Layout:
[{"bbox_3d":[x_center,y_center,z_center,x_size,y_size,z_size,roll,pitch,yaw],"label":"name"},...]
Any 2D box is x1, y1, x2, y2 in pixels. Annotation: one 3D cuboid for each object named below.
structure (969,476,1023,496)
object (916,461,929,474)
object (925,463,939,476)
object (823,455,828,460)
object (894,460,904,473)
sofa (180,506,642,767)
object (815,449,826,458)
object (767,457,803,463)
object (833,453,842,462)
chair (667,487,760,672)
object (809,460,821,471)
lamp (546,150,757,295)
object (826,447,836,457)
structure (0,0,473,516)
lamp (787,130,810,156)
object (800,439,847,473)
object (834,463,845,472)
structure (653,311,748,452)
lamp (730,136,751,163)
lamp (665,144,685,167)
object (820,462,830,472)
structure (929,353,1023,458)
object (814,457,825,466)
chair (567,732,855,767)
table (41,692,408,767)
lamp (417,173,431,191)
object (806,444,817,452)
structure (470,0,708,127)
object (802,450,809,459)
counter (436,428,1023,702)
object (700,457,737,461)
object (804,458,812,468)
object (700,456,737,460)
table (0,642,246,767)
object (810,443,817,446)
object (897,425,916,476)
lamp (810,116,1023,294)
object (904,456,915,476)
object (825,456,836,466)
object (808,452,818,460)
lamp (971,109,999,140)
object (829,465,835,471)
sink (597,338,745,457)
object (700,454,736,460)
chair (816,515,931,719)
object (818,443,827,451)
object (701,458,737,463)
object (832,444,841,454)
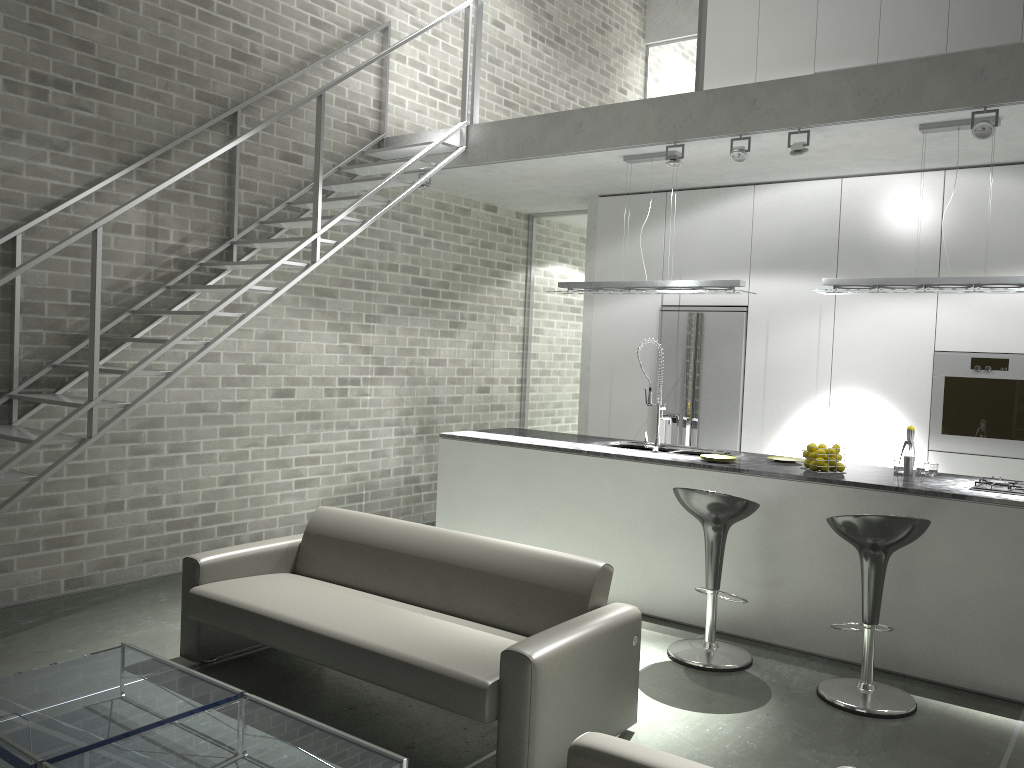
[{"bbox_3d":[2.700,0.541,4.620,0.500,0.038,0.500,4,3,36],"label":"structure"},{"bbox_3d":[2.409,0.490,5.207,0.064,0.070,0.063,2,2,-16],"label":"object"},{"bbox_3d":[2.418,0.494,5.114,0.064,0.070,0.063,4,3,44],"label":"object"},{"bbox_3d":[1.810,0.435,5.104,0.051,0.053,0.062,4,3,34],"label":"object"},{"bbox_3d":[2.279,0.484,5.210,0.064,0.070,0.063,2,2,-16],"label":"object"},{"bbox_3d":[-0.551,1.066,4.031,2.114,0.717,0.902,4,3,36],"label":"sofa"},{"bbox_3d":[1.769,0.399,5.084,0.061,0.052,0.053,4,3,39],"label":"object"},{"bbox_3d":[1.704,0.475,5.536,0.217,0.017,0.216,1,2,-28],"label":"object"},{"bbox_3d":[1.872,0.426,5.110,0.061,0.054,0.053,2,2,-18],"label":"object"},{"bbox_3d":[1.074,1.002,4.730,0.464,0.931,0.457,1,3,-40],"label":"chair"},{"bbox_3d":[1.753,0.470,5.119,0.074,0.063,0.064,0,3,-43],"label":"object"},{"bbox_3d":[0.957,-1.114,6.189,1.490,0.964,0.290,4,3,36],"label":"lamp"},{"bbox_3d":[1.827,0.390,5.080,0.051,0.053,0.063,4,3,39],"label":"object"},{"bbox_3d":[-2.031,-0.811,5.315,0.902,4.246,4.345,4,3,36],"label":"structure"},{"bbox_3d":[1.720,-1.437,5.313,0.115,0.151,0.115,2,2,-11],"label":"lamp"},{"bbox_3d":[1.807,0.415,5.141,0.189,0.174,0.207,2,2,-9],"label":"object"},{"bbox_3d":[1.878,0.478,5.087,0.062,0.052,0.053,1,2,-25],"label":"object"},{"bbox_3d":[1.528,0.359,7.291,0.743,1.900,0.160,4,3,36],"label":"structure"},{"bbox_3d":[1.415,-1.457,5.510,0.115,0.151,0.115,2,2,-11],"label":"lamp"},{"bbox_3d":[1.060,-1.490,5.777,0.109,0.136,0.109,2,2,-12],"label":"lamp"},{"bbox_3d":[1.792,0.475,5.076,0.051,0.053,0.063,4,3,34],"label":"object"},{"bbox_3d":[3.224,0.142,6.020,0.692,0.680,0.036,4,3,36],"label":"structure"},{"bbox_3d":[1.754,0.445,5.062,0.061,0.054,0.052,3,2,3],"label":"object"},{"bbox_3d":[0.256,1.178,1.947,0.910,0.717,0.963,4,3,36],"label":"chair"},{"bbox_3d":[-0.899,1.321,2.798,0.820,0.270,0.800,4,3,36],"label":"table"},{"bbox_3d":[2.672,-1.467,7.004,6.854,0.136,0.110,2,2,1],"label":"lamp"},{"bbox_3d":[1.740,0.372,5.152,0.053,0.051,0.063,2,2,-16],"label":"object"},{"bbox_3d":[1.962,-2.279,5.127,5.560,0.972,0.070,4,3,36],"label":"structure"},{"bbox_3d":[1.732,0.413,5.195,0.053,0.051,0.063,2,2,-5],"label":"object"},{"bbox_3d":[1.493,0.956,5.507,4.400,0.960,0.900,4,3,36],"label":"counter"},{"bbox_3d":[1.248,0.457,5.366,0.217,0.017,0.216,2,2,-21],"label":"object"},{"bbox_3d":[1.733,0.461,5.177,0.060,0.057,0.052,4,2,28],"label":"object"},{"bbox_3d":[1.248,0.452,5.366,0.217,0.017,0.216,2,2,-21],"label":"object"},{"bbox_3d":[-1.576,1.273,3.291,0.820,0.270,0.800,4,3,36],"label":"table"},{"bbox_3d":[1.761,0.375,5.200,0.052,0.060,0.057,3,2,14],"label":"object"},{"bbox_3d":[2.297,0.380,5.099,0.088,0.288,0.101,1,2,-24],"label":"object"},{"bbox_3d":[2.519,-1.005,5.051,1.490,0.964,0.290,4,3,36],"label":"lamp"},{"bbox_3d":[2.280,0.470,5.097,0.060,0.106,0.060,4,2,30],"label":"object"},{"bbox_3d":[1.823,0.440,5.077,0.061,0.055,0.051,3,2,5],"label":"object"},{"bbox_3d":[1.749,0.418,5.135,0.062,0.053,0.052,2,2,-2],"label":"object"},{"bbox_3d":[2.505,-1.379,4.707,0.131,0.154,0.098,4,3,36],"label":"lamp"},{"bbox_3d":[1.846,0.477,5.137,0.061,0.055,0.050,2,2,-18],"label":"object"},{"bbox_3d":[1.054,0.210,5.962,0.987,1.023,0.546,4,3,36],"label":"sink"},{"bbox_3d":[1.248,0.447,5.366,0.217,0.017,0.216,2,2,-21],"label":"object"},{"bbox_3d":[1.715,1.048,4.220,0.457,0.931,0.464,3,2,17],"label":"chair"},{"bbox_3d":[1.800,0.371,5.144,0.051,0.053,0.063,4,2,28],"label":"object"},{"bbox_3d":[1.248,0.461,5.366,0.217,0.017,0.216,2,2,-21],"label":"object"},{"bbox_3d":[1.874,0.377,5.128,0.050,0.060,0.059,3,2,26],"label":"object"}]
